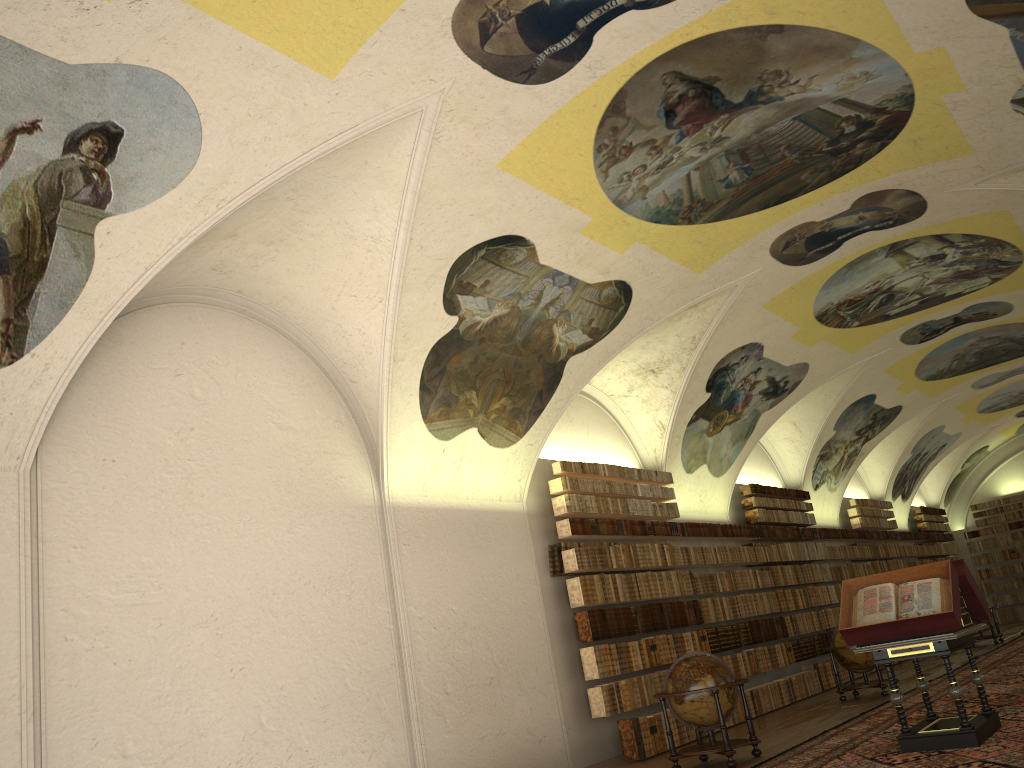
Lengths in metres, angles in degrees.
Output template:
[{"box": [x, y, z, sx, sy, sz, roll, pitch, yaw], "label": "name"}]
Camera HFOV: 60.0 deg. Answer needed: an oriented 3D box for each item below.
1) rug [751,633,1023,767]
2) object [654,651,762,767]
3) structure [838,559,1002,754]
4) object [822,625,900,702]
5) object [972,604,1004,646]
[{"box": [11.261, 5.402, 17.814, 4.720, 0.064, 36.980, -22, -21, 33], "label": "rug"}, {"box": [2.570, 4.304, 11.793, 1.279, 1.441, 1.286, -10, -17, -2], "label": "object"}, {"box": [4.860, 3.162, 10.382, 1.249, 1.970, 1.895, -22, -21, 34], "label": "structure"}, {"box": [6.684, 5.248, 17.020, 1.278, 1.441, 1.286, -5, -18, -16], "label": "object"}, {"box": [13.395, 6.791, 25.556, 1.278, 1.441, 1.286, -7, -17, -11], "label": "object"}]
